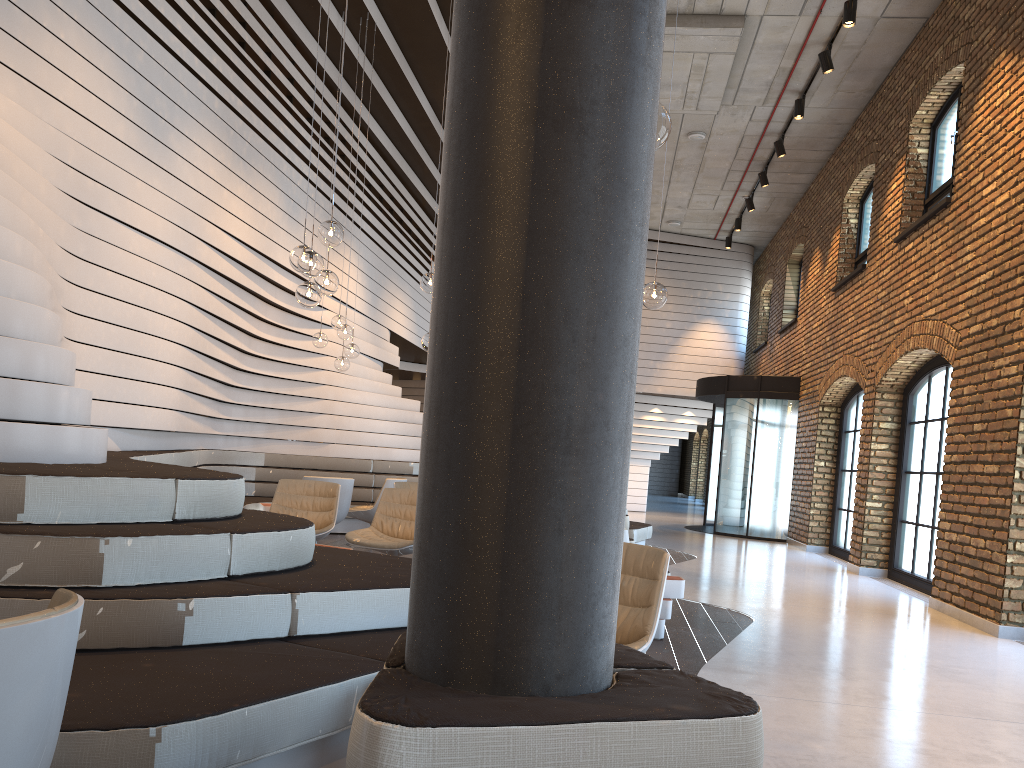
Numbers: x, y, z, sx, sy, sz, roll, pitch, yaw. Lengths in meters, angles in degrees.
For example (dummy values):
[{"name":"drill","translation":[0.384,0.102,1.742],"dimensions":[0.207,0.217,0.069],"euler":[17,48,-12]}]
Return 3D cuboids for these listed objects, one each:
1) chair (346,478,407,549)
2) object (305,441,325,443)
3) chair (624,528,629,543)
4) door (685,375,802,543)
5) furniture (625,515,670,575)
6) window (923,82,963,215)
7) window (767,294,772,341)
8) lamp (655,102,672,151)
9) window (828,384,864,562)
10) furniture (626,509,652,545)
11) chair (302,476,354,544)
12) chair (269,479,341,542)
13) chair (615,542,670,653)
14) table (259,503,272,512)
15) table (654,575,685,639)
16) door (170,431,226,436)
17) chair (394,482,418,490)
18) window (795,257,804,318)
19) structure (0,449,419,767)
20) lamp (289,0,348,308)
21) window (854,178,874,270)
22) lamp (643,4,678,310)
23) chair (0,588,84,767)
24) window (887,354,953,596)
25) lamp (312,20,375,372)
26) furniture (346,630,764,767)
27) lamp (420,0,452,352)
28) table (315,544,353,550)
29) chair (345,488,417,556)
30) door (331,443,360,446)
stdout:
[{"name":"chair","translation":[-1.528,1.388,9.632],"dimensions":[0.710,0.767,0.657],"euler":[4,-1,6]},{"name":"object","translation":[-3.206,1.052,13.928],"dimensions":[0.368,0.554,0.597],"euler":[5,-2,-42]},{"name":"chair","translation":[0.420,1.161,5.029],"dimensions":[0.657,0.767,0.710],"euler":[4,-1,25]},{"name":"door","translation":[4.934,1.452,16.321],"dimensions":[3.205,2.856,3.254],"euler":[4,-2,14]},{"name":"furniture","translation":[0.288,1.327,6.897],"dimensions":[1.273,0.722,1.777],"euler":[6,-4,-22]},{"name":"window","translation":[4.616,-2.395,9.136],"dimensions":[0.126,1.452,1.572],"euler":[5,-2,7]},{"name":"window","translation":[5.736,-1.496,19.062],"dimensions":[0.126,1.452,1.572],"euler":[5,-2,7]},{"name":"lamp","translation":[0.412,-2.878,2.818],"dimensions":[0.543,4.636,0.275],"euler":[4,2,-31]},{"name":"window","translation":[4.776,1.191,12.037],"dimensions":[0.130,2.538,2.356],"euler":[5,-1,7]},{"name":"furniture","translation":[1.204,1.740,11.068],"dimensions":[1.278,0.723,1.770],"euler":[2,-5,42]},{"name":"chair","translation":[-1.927,1.280,8.689],"dimensions":[0.655,0.767,0.712],"euler":[5,-2,-39]},{"name":"chair","translation":[-1.743,1.164,7.099],"dimensions":[0.657,0.767,0.710],"euler":[4,-1,14]},{"name":"chair","translation":[0.256,1.026,3.540],"dimensions":[0.658,0.767,0.709],"euler":[3,-2,44]},{"name":"table","translation":[-2.453,1.525,9.757],"dimensions":[0.414,0.371,0.905],"euler":[3,-4,44]},{"name":"table","translation":[0.685,1.443,5.798],"dimensions":[0.905,0.371,0.414],"euler":[4,-2,0]},{"name":"door","translation":[-4.407,0.738,12.543],"dimensions":[0.971,2.109,0.162],"euler":[4,2,7]},{"name":"chair","translation":[-0.817,1.350,8.498],"dimensions":[0.655,0.767,0.712],"euler":[5,-2,-43]},{"name":"window","translation":[5.401,-1.765,16.096],"dimensions":[0.126,1.452,1.572],"euler":[5,-2,7]},{"name":"structure","translation":[-2.007,0.973,6.001],"dimensions":[5.772,0.928,18.246],"euler":[4,-5,3]},{"name":"lamp","translation":[-1.078,-2.818,5.630],"dimensions":[0.293,4.682,0.543],"euler":[4,1,2]},{"name":"window","translation":[4.934,-2.140,11.960],"dimensions":[0.126,1.452,1.572],"euler":[5,-2,7]},{"name":"lamp","translation":[0.857,-2.690,5.369],"dimensions":[0.544,4.682,0.293],"euler":[4,2,-8]},{"name":"chair","translation":[-1.183,0.755,1.579],"dimensions":[0.711,0.767,0.656],"euler":[4,-1,11]},{"name":"window","translation":[4.457,0.935,9.214],"dimensions":[0.130,2.538,2.356],"euler":[5,-1,7]},{"name":"lamp","translation":[-1.672,-2.491,9.279],"dimensions":[0.531,4.722,0.333],"euler":[4,2,-31]},{"name":"furniture","translation":[0.231,0.883,1.520],"dimensions":[1.274,0.722,1.775],"euler":[4,-4,2]},{"name":"lamp","translation":[-0.443,-2.629,7.454],"dimensions":[0.309,4.749,0.660],"euler":[5,1,15]},{"name":"table","translation":[-1.456,1.306,6.149],"dimensions":[0.908,0.371,0.413],"euler":[1,-3,39]},{"name":"chair","translation":[-0.913,1.212,6.911],"dimensions":[0.657,0.767,0.710],"euler":[4,-1,27]},{"name":"door","translation":[-4.612,1.245,22.604],"dimensions":[1.773,2.706,0.079],"euler":[4,1,12]}]
